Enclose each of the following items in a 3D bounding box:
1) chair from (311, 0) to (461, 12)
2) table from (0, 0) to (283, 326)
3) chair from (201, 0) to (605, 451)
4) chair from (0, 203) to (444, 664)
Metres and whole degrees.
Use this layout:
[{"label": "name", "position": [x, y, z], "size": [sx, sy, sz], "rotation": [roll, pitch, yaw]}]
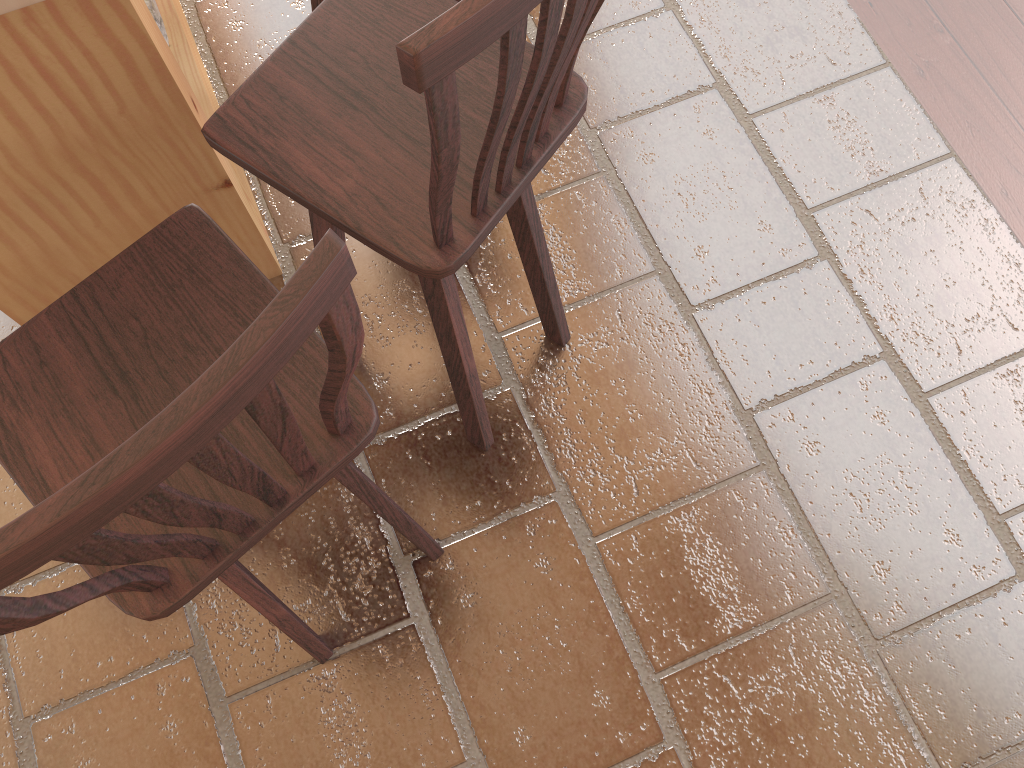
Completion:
[{"label": "chair", "position": [-0.232, -0.948, 1.663], "size": [0.504, 1.319, 0.406], "rotation": [-13, 70, -4]}, {"label": "table", "position": [-1.471, -1.397, 1.879], "size": [1.196, 1.257, 3.220], "rotation": [-22, 71, -7]}, {"label": "chair", "position": [-0.132, -0.311, 1.429], "size": [0.504, 1.319, 0.406], "rotation": [33, 74, 12]}, {"label": "chair", "position": [-0.411, 0.104, 1.282], "size": [0.406, 1.319, 0.504], "rotation": [-42, 75, -13]}]
